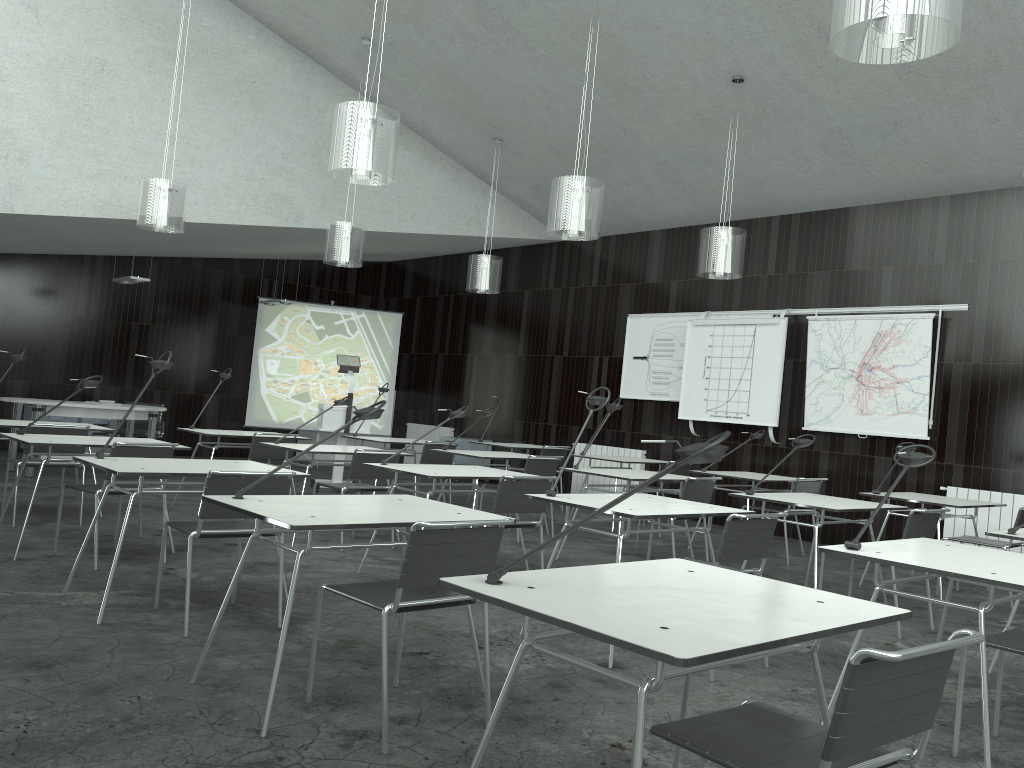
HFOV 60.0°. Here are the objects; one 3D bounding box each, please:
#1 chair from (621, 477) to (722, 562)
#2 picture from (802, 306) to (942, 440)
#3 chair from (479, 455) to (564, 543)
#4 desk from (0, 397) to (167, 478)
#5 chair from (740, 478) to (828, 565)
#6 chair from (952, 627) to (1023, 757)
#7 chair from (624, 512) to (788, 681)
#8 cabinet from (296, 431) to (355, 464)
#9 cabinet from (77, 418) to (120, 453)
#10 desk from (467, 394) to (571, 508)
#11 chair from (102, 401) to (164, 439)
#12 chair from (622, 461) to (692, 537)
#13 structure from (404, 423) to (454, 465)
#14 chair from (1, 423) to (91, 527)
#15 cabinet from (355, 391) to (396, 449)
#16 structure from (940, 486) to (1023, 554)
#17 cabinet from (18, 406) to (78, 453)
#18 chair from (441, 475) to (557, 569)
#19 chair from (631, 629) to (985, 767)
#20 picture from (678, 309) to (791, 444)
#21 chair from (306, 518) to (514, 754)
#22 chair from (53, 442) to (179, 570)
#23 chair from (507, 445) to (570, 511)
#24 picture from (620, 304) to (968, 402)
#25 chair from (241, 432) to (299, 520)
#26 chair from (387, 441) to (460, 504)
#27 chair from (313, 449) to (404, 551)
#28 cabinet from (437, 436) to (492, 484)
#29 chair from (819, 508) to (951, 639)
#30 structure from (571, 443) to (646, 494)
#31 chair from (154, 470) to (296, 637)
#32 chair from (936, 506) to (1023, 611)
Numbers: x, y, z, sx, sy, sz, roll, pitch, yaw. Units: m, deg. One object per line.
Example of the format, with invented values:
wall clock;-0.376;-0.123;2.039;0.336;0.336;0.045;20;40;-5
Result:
chair;1.097;1.068;6.143;0.555;0.765;0.428;4;-2;44
picture;3.255;-0.118;8.149;0.163;1.342;1.211;7;-2;-42
chair;0.073;1.006;7.259;0.555;0.765;0.428;4;-2;45
desk;-4.342;0.629;9.079;0.910;0.818;1.600;4;-2;43
chair;2.212;1.203;7.236;0.428;0.765;0.555;7;-2;-39
chair;1.843;1.041;2.926;0.428;0.765;0.555;7;-2;-42
chair;0.863;0.981;3.947;0.428;0.765;0.555;7;-2;-42
cabinet;-2.779;0.660;13.410;0.639;1.285;0.587;7;-2;-42
cabinet;-5.274;0.693;11.176;0.502;0.648;0.598;7;-2;-42
desk;0.086;0.801;9.628;0.900;1.321;0.700;7;-2;-42
chair;-4.477;0.654;10.478;0.560;0.825;0.587;5;-2;-3
chair;1.360;1.154;8.259;0.428;0.765;0.555;7;-2;-43
structure;-1.248;1.019;13.070;0.079;0.688;1.129;7;-2;-42
chair;-3.216;0.669;6.114;0.428;0.765;0.555;7;-2;-40
cabinet;-2.300;0.717;13.842;0.639;1.285;0.587;7;-2;-42
structure;4.026;1.331;7.179;0.079;0.688;1.129;7;-2;-42
cabinet;-5.654;0.647;10.832;0.502;0.648;0.598;7;-2;-42
chair;-0.085;0.925;4.993;0.428;0.765;0.555;7;-2;-40
chair;0.575;0.891;1.805;0.428;0.765;0.555;7;-2;-38
picture;2.303;-0.117;9.147;0.254;1.508;1.191;7;-2;-42
chair;-0.338;0.840;2.930;0.428;0.765;0.555;7;-2;-43
chair;-2.247;0.727;5.049;0.555;0.765;0.428;4;-2;36
chair;0.271;1.088;9.410;0.428;0.765;0.555;7;-2;-44
picture;2.585;-0.290;9.017;0.050;1.102;3.818;7;-2;-42
chair;-2.072;0.808;7.249;0.428;0.765;0.555;7;-2;-43
chair;-0.829;0.952;8.241;0.428;0.765;0.555;7;-2;-44
chair;-1.096;0.869;6.243;0.428;0.765;0.555;7;-2;-42
cabinet;-0.649;1.144;12.009;0.598;0.648;0.502;7;-2;-42
chair;2.099;1.127;5.013;0.428;0.765;0.555;7;-2;-42
structure;1.104;1.158;10.442;0.079;0.688;1.129;7;-2;-42
chair;-1.282;0.784;3.959;0.428;0.765;0.555;7;-2;-38
chair;3.292;1.268;6.076;0.428;0.765;0.555;7;-2;-43
